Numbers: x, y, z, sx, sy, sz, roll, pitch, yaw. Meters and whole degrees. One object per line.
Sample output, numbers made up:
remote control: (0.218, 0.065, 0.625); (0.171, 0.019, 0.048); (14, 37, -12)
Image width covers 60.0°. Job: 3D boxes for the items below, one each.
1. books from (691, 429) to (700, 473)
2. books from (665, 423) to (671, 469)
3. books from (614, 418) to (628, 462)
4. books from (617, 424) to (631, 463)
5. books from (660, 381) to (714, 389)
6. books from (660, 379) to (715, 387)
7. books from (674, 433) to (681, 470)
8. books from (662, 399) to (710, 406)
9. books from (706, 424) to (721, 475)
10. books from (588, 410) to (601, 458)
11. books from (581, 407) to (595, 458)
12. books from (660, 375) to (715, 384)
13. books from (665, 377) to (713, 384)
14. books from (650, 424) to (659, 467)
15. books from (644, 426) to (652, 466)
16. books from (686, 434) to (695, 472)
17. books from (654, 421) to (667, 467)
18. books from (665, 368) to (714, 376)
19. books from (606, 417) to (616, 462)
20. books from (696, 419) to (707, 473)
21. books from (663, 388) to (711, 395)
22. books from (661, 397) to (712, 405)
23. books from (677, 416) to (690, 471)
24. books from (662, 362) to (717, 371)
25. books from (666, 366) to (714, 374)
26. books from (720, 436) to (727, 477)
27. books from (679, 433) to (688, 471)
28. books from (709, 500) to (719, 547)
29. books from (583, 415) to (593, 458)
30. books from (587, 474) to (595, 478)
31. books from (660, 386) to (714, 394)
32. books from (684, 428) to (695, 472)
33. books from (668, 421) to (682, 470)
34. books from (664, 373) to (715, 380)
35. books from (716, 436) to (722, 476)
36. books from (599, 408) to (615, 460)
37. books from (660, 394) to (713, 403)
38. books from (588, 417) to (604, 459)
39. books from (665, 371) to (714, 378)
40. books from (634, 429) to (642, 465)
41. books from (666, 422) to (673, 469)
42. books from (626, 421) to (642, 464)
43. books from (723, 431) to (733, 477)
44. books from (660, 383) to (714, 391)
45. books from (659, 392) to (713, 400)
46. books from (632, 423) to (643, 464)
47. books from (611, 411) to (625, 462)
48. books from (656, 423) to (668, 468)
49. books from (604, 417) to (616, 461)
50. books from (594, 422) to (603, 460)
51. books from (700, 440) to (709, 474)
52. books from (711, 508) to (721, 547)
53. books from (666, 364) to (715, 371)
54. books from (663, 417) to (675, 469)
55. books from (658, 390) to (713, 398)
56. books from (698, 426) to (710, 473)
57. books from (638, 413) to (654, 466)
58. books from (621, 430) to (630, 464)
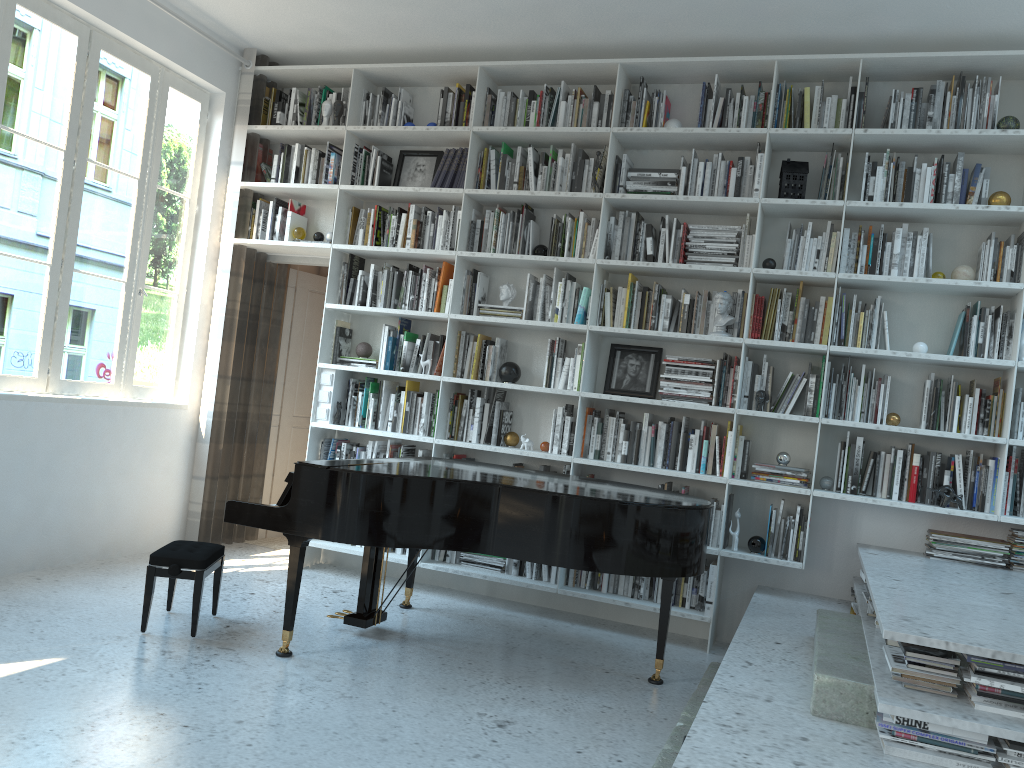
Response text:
books: (1.014, 0.367, 4.852); (0.023, 0.234, 0.175); (7, -1, 20)
books: (0.880, 0.344, 4.918); (0.011, 0.251, 0.158); (7, -1, 20)
books: (0.619, 0.319, 5.014); (0.021, 0.244, 0.141); (7, -1, 20)
books: (0.631, 0.333, 4.985); (0.023, 0.217, 0.174); (7, -1, 20)
books: (0.976, 0.010, 4.899); (0.285, 0.012, 0.159); (6, -1, 22)
books: (0.975, -0.002, 4.892); (0.285, 0.012, 0.159); (6, -1, 25)
books: (0.927, 0.373, 4.897); (0.021, 0.202, 0.128); (7, -1, 20)
books: (0.963, 0.105, 4.893); (0.254, 0.012, 0.161); (6, -1, 16)
books: (1.099, 0.357, 4.830); (0.026, 0.272, 0.175); (7, -1, 20)
books: (0.470, 0.286, 5.058); (0.011, 0.275, 0.146); (7, -1, 20)
books: (0.436, 0.278, 5.081); (0.012, 0.285, 0.159); (7, -1, 20)
books: (0.978, -0.026, 4.892); (0.285, 0.012, 0.159); (6, -1, 25)
books: (0.977, -0.014, 4.893); (0.254, 0.012, 0.161); (6, -1, 15)
books: (0.797, 0.342, 4.942); (0.031, 0.237, 0.159); (7, -1, 20)
books: (0.774, 0.348, 4.958); (0.025, 0.220, 0.140); (7, -1, 20)
books: (0.990, 0.379, 4.860); (0.023, 0.204, 0.167); (7, -1, 20)
books: (0.829, 0.337, 4.947); (0.025, 0.254, 0.136); (7, -1, 20)
books: (0.983, -0.062, 4.895); (0.254, 0.012, 0.161); (6, -1, 16)
books: (0.580, 0.313, 5.012); (0.027, 0.245, 0.179); (7, -1, 20)
books: (1.039, 0.340, 4.857); (0.014, 0.293, 0.137); (7, -1, 20)
books: (0.969, 0.045, 4.892); (0.254, 0.012, 0.161); (6, -1, 15)
books: (0.966, 0.093, 4.898); (0.254, 0.012, 0.161); (6, -1, 22)
books: (0.944, 0.328, 4.883); (0.012, 0.296, 0.178); (7, -1, 20)
books: (0.988, -0.098, 4.900); (0.285, 0.012, 0.159); (6, -1, 22)
books: (0.985, -0.074, 4.897); (0.254, 0.012, 0.161); (6, -1, 17)
books: (1.149, 0.391, 4.800); (0.011, 0.216, 0.166); (7, -1, 20)
books: (0.955, 0.374, 4.874); (0.024, 0.207, 0.183); (7, -1, 20)
books: (1.085, 0.746, 4.758); (0.010, 0.238, 0.167); (7, -1, 20)
books: (0.452, 0.301, 5.071); (0.029, 0.244, 0.154); (7, -1, 20)
books: (0.426, 0.651, 4.986); (0.012, 0.284, 0.137); (7, -1, 20)
books: (0.974, 0.034, 4.903); (0.285, 0.012, 0.159); (6, -1, 20)
books: (0.979, 0.363, 4.877); (0.014, 0.235, 0.154); (7, -1, 20)
books: (0.903, 0.339, 4.892); (0.028, 0.264, 0.161); (7, -1, 20)
books: (0.981, -0.038, 4.897); (0.254, 0.012, 0.161); (6, -1, 23)
books: (1.124, 0.390, 4.808); (0.042, 0.212, 0.169); (7, -1, 20)
books: (0.543, 0.287, 5.051); (0.027, 0.290, 0.140); (7, -1, 20)
books: (0.965, 0.080, 4.891); (0.285, 0.012, 0.159); (6, -1, 15)
books: (0.482, 0.308, 5.041); (0.027, 0.234, 0.167); (7, -1, 20)
books: (0.982, -0.050, 4.897); (0.254, 0.012, 0.161); (6, -1, 17)
books: (0.718, 0.353, 4.954); (0.023, 0.196, 0.165); (7, -1, 20)
books: (0.887, 0.339, 4.905); (0.010, 0.261, 0.181); (7, -1, 20)
books: (0.684, 0.329, 4.970); (0.029, 0.238, 0.166); (7, -1, 20)
books: (1.180, 0.379, 4.784); (0.033, 0.246, 0.176); (7, -1, 20)
books: (0.975, 0.022, 4.901); (0.285, 0.012, 0.159); (6, -1, 21)
books: (0.969, 0.069, 4.900); (0.285, 0.012, 0.159); (6, -1, 19)
books: (0.707, 0.335, 4.972); (0.013, 0.230, 0.139); (7, -1, 20)
books: (0.599, 0.297, 5.002); (0.013, 0.282, 0.166); (7, -1, 20)
books: (0.844, 0.342, 4.913); (0.026, 0.245, 0.191); (7, -1, 20)
books: (0.562, 0.311, 5.037); (0.024, 0.247, 0.132); (7, -1, 20)
books: (0.508, 0.324, 5.044); (0.024, 0.208, 0.170); (7, -1, 20)
books: (1.057, 0.397, 4.830); (0.023, 0.183, 0.169); (7, -1, 20)
books: (1.101, 0.769, 4.754); (0.027, 0.196, 0.147); (7, -1, 20)
books: (0.986, -0.087, 4.895); (0.254, 0.012, 0.161); (6, -1, 16)
books: (0.873, 0.326, 4.929); (0.014, 0.286, 0.134); (7, -1, 20)
books: (0.967, 0.057, 4.891); (0.285, 0.012, 0.159); (6, -1, 25)
books: (1.052, 0.361, 4.859); (0.014, 0.256, 0.145); (7, -1, 20)
books: (0.751, 0.309, 4.958); (0.026, 0.291, 0.152); (7, -1, 20)
books: (0.652, 0.352, 4.972); (0.029, 0.184, 0.174); (7, -1, 20)
